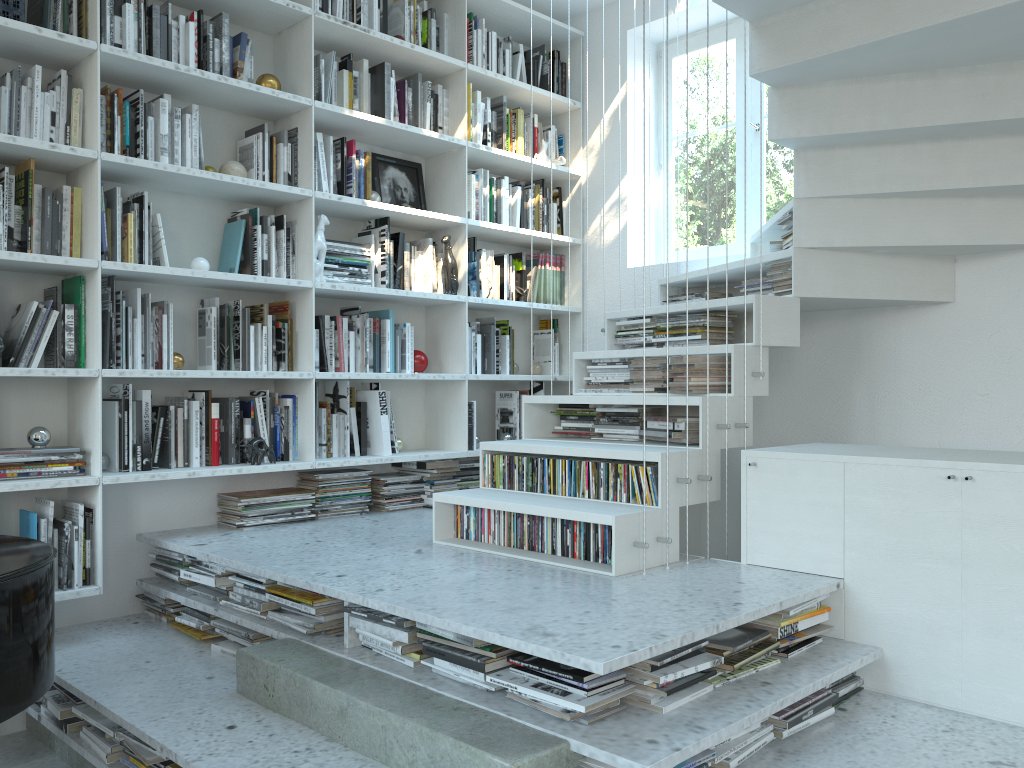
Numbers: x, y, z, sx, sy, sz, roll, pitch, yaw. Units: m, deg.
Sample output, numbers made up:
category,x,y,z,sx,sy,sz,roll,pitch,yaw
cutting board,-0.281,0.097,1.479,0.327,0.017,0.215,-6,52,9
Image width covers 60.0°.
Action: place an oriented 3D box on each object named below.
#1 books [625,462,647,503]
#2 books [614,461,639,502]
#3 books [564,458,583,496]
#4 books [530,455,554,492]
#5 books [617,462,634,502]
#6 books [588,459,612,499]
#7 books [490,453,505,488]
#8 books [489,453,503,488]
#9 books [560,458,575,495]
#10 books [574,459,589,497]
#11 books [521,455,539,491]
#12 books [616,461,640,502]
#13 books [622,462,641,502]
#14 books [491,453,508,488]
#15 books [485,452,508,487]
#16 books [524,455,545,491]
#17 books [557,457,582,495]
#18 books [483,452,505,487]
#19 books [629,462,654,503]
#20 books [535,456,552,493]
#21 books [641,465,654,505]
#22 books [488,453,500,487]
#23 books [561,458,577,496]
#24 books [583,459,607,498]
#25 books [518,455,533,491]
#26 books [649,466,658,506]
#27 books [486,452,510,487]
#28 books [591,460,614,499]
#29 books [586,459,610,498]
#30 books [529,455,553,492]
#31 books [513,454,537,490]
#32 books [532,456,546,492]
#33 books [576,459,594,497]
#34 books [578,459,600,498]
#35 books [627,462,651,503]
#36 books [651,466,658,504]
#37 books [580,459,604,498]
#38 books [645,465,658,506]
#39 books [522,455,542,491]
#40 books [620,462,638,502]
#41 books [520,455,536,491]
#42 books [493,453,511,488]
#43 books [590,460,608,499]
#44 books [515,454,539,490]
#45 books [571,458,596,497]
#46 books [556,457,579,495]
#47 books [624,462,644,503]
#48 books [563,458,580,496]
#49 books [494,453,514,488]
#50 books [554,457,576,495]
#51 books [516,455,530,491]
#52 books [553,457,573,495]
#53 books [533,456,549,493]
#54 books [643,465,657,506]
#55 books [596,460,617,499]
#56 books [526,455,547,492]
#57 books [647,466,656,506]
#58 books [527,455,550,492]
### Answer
category,x,y,z,sx,sy,sz,roll,pitch,yaw
books,0.415,0.324,2.926,0.007,0.125,0.125,0,0,45
books,0.383,0.324,2.958,0.008,0.125,0.125,0,0,45
books,0.228,0.325,3.112,0.008,0.125,0.125,0,0,45
books,0.112,0.326,3.228,0.007,0.125,0.125,0,0,45
books,0.393,0.324,2.948,0.010,0.125,0.125,0,0,45
books,0.303,0.325,3.038,0.007,0.125,0.125,0,0,45
books,-0.035,0.327,3.374,0.008,0.125,0.125,0,0,45
books,-0.040,0.327,3.379,0.007,0.125,0.125,0,0,45
books,0.212,0.325,3.128,0.008,0.125,0.125,0,0,45
books,0.259,0.325,3.082,0.009,0.125,0.125,0,0,45
books,0.079,0.326,3.260,0.008,0.125,0.125,0,0,45
books,0.388,0.324,2.953,0.010,0.125,0.125,0,0,45
books,0.405,0.324,2.936,0.008,0.125,0.125,0,0,45
books,-0.030,0.327,3.369,0.009,0.125,0.125,0,0,45
books,-0.057,0.327,3.395,0.008,0.125,0.125,0,0,45
books,0.090,0.326,3.250,0.008,0.125,0.125,0,0,45
books,0.205,0.325,3.135,0.010,0.125,0.125,0,0,45
books,-0.063,0.327,3.401,0.008,0.125,0.125,0,0,45
books,0.428,0.324,2.913,0.011,0.125,0.125,0,0,45
books,0.127,0.326,3.212,0.008,0.125,0.125,0,0,45
books,0.468,0.325,2.873,0.035,0.123,0.125,0,0,45
books,-0.046,0.327,3.384,0.008,0.125,0.125,0,0,45
books,0.218,0.325,3.122,0.008,0.125,0.125,0,0,45
books,0.291,0.325,3.049,0.013,0.125,0.125,0,0,45
books,0.068,0.326,3.271,0.009,0.125,0.125,0,0,45
books,0.491,0.325,2.851,0.036,0.123,0.125,0,0,45
books,-0.052,0.327,3.390,0.009,0.125,0.125,0,0,45
books,0.317,0.325,3.024,0.018,0.125,0.125,0,0,45
books,0.297,0.325,3.043,0.009,0.125,0.125,0,0,45
books,0.106,0.326,3.233,0.007,0.125,0.125,0,0,45
books,0.050,0.327,3.289,0.010,0.125,0.125,0,0,45
books,0.117,0.326,3.222,0.007,0.125,0.125,0,0,45
books,0.266,0.325,3.075,0.011,0.125,0.125,0,0,45
books,0.273,0.325,3.068,0.009,0.125,0.125,0,0,45
books,0.421,0.324,2.920,0.008,0.125,0.125,0,0,45
books,0.496,0.325,2.845,0.034,0.123,0.125,0,0,45
books,0.281,0.325,3.060,0.016,0.125,0.125,0,0,45
books,0.479,0.325,2.862,0.035,0.123,0.125,0,0,45
books,0.084,0.326,3.255,0.008,0.125,0.125,0,0,45
books,0.399,0.324,2.942,0.008,0.125,0.125,0,0,45
books,0.074,0.326,3.265,0.007,0.125,0.125,0,0,45
books,-0.025,0.327,3.363,0.007,0.125,0.125,0,0,45
books,0.310,0.325,3.031,0.012,0.125,0.125,0,0,45
books,0.057,0.327,3.283,0.007,0.125,0.125,0,0,45
books,0.252,0.325,3.088,0.013,0.125,0.125,0,0,45
books,0.200,0.325,3.140,0.007,0.125,0.125,0,0,45
books,0.410,0.324,2.931,0.008,0.125,0.125,0,0,45
books,0.223,0.325,3.117,0.008,0.125,0.125,0,0,45
books,-0.019,0.327,3.358,0.008,0.125,0.125,0,0,45
books,0.194,0.326,3.145,0.007,0.125,0.125,0,0,45
books,0.063,0.327,3.277,0.009,0.125,0.125,0,0,45
books,0.189,0.326,3.151,0.007,0.125,0.125,0,0,45
books,0.122,0.326,3.217,0.008,0.125,0.125,0,0,45
books,0.474,0.325,2.867,0.036,0.123,0.125,0,0,45
books,0.327,0.325,3.014,0.009,0.125,0.125,0,0,45
books,0.095,0.326,3.244,0.008,0.125,0.125,0,0,45
books,0.485,0.325,2.857,0.034,0.123,0.125,0,0,45
books,0.101,0.326,3.238,0.008,0.125,0.125,0,0,45
